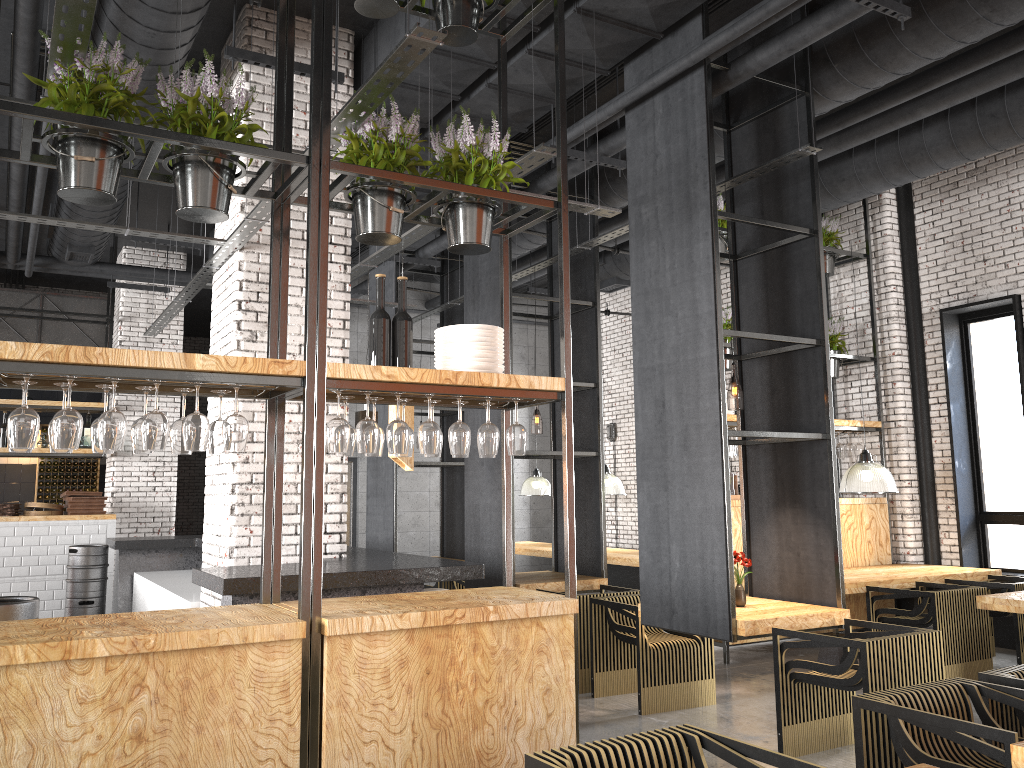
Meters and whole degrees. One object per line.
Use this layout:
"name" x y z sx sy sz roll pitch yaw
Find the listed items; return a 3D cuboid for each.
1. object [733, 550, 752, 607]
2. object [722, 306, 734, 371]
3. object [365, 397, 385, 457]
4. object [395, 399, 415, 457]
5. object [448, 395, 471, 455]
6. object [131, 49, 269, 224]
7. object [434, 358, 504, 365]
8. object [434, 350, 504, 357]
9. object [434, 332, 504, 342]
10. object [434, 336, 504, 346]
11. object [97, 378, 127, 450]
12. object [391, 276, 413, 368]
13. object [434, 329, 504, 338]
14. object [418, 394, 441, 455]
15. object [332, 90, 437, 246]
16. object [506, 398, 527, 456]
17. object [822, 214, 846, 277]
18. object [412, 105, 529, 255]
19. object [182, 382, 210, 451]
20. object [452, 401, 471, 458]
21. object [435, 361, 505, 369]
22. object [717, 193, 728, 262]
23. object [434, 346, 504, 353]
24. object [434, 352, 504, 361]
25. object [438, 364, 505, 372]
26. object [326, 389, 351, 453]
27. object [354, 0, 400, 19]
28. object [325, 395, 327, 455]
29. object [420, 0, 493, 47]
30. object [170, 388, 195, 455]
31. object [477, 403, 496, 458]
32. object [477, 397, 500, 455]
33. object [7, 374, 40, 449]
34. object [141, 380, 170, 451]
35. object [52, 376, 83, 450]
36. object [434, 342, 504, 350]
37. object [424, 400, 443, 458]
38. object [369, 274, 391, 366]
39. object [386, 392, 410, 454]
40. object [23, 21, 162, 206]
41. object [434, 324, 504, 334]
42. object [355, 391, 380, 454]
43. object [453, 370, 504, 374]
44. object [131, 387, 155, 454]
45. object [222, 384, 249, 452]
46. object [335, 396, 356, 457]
"object" 1.509 1.281 5.848 0.156 0.356 0.170 -3 -8 18
"object" 2.068 -0.412 8.715 0.467 0.560 0.415 -4 -9 25
"object" -0.633 0.198 4.065 0.101 0.268 0.100 -4 -9 23
"object" -0.505 0.206 4.137 0.101 0.268 0.100 -4 -9 23
"object" -0.235 0.181 3.965 0.101 0.268 0.100 -4 -9 23
"object" -1.313 -0.985 3.777 0.416 0.560 0.466 -5 -9 27
"object" -0.203 -0.088 4.233 0.334 0.040 0.334 -4 -8 24
"object" -0.203 -0.127 4.238 0.335 0.040 0.334 0 -7 -8
"object" -0.205 -0.200 4.250 0.334 0.044 0.334 -5 -8 30
"object" -0.204 -0.181 4.247 0.334 0.041 0.334 -5 -8 29
"object" -1.468 0.108 3.263 0.101 0.268 0.100 2 -8 -16
"object" -0.506 -0.260 4.084 0.098 0.472 0.098 -4 -9 22
"object" -0.205 -0.219 4.252 0.334 0.039 0.334 -6 -9 35
"object" -0.363 0.174 3.892 0.101 0.268 0.100 -4 -9 23
"object" -0.625 -0.946 4.156 0.467 0.560 0.415 2 -8 -22
"object" 0.021 0.197 4.110 0.101 0.268 0.100 -4 -9 23
"object" 3.364 -1.447 9.598 0.416 0.560 0.466 2 -8 -20
"object" -0.204 -0.928 4.336 0.467 0.560 0.415 5 -10 -36
"object" -1.213 0.123 3.408 0.101 0.268 0.100 2 -8 -16
"object" -0.250 0.221 4.283 0.101 0.268 0.100 -4 -9 23
"object" -0.202 -0.068 4.231 0.334 0.037 0.334 -4 -8 26
"object" 2.026 -1.518 8.907 0.416 0.560 0.466 -6 -9 34
"object" -0.204 -0.142 4.241 0.334 0.039 0.334 2 -8 -22
"object" -0.203 -0.107 4.237 0.334 0.039 0.334 -4 -8 26
"object" -0.203 -0.049 4.229 0.334 0.046 0.334 -7 -9 40
"object" -0.722 0.153 3.688 0.101 0.268 0.100 -2 -8 7
"object" -0.639 -2.067 4.250 0.416 0.560 0.466 -6 -9 33
"object" -0.864 0.185 3.933 0.101 0.268 0.100 -2 -8 7
"object" -0.285 -2.036 4.527 0.416 0.560 0.466 0 -8 -5
"object" -1.355 0.155 3.654 0.101 0.268 0.100 2 -8 -16
"object" -0.122 0.229 4.356 0.101 0.268 0.100 -4 -9 23
"object" -0.107 0.189 4.037 0.101 0.268 0.100 -4 -9 23
"object" -1.716 0.093 3.122 0.101 0.268 0.100 2 -8 -16
"object" -1.340 0.116 3.335 0.101 0.268 0.100 2 -8 -16
"object" -1.596 0.100 3.190 0.101 0.268 0.100 2 -8 -16
"object" -0.204 -0.161 4.243 0.334 0.043 0.334 -7 -10 43
"object" -0.377 0.214 4.210 0.101 0.268 0.100 -4 -9 23
"object" -0.599 -0.266 4.031 0.098 0.472 0.098 -4 -9 22
"object" -0.491 0.166 3.819 0.101 0.268 0.100 -4 -9 23
"object" -1.677 -1.011 3.538 0.467 0.560 0.415 -2 -8 9
"object" -0.205 -0.238 4.256 0.334 0.039 0.334 -5 -9 34
"object" -0.611 0.159 3.751 0.101 0.268 0.100 -2 -8 7
"object" -0.202 -0.029 4.225 0.334 0.033 0.334 2 -8 -22
"object" -1.483 0.148 3.581 0.101 0.268 0.100 2 -8 -16
"object" -1.085 0.131 3.481 0.101 0.268 0.100 2 -8 -16
"object" -0.753 0.191 3.996 0.101 0.268 0.100 -2 -8 7
